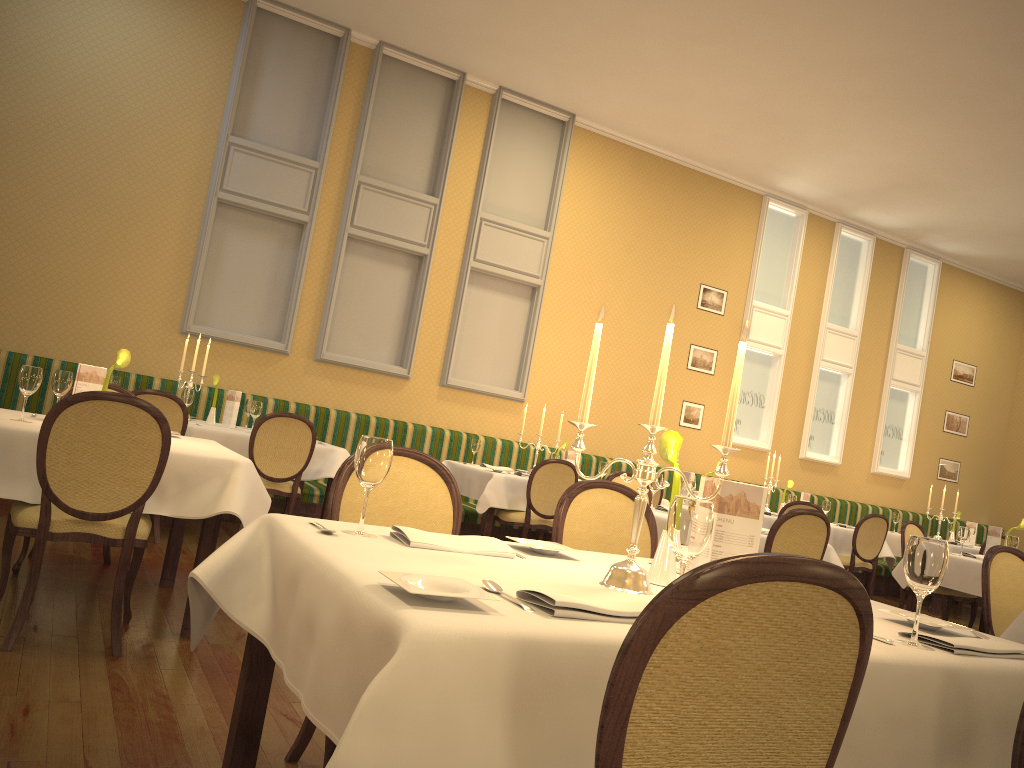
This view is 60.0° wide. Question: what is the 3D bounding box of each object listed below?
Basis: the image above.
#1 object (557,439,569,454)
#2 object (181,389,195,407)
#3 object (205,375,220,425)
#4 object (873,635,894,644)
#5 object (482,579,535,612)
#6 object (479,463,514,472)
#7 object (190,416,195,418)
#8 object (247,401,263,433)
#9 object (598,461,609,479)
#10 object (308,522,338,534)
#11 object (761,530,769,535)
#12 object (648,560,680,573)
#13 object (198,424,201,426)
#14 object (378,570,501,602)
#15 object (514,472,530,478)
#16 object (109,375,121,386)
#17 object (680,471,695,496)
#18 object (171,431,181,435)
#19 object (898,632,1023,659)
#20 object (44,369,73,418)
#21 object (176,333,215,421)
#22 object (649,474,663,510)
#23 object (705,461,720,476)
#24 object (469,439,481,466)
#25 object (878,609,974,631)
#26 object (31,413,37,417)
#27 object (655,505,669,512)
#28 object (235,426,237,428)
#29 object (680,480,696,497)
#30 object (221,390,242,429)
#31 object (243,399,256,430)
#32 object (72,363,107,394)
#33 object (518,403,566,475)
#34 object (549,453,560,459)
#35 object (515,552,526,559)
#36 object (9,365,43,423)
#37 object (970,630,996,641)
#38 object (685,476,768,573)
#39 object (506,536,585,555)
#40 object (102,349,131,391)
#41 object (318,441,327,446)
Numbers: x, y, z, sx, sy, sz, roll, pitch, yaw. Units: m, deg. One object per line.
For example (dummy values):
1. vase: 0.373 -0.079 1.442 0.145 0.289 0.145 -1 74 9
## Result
1. object: 0.427 0.669 7.951 0.076 0.375 0.163 7 -5 45
2. object: -2.237 0.150 6.082 0.088 0.229 0.088 9 -4 21
3. object: -2.211 0.115 6.574 0.076 0.375 0.163 10 -4 -5
4. object: 0.743 0.532 1.914 0.017 0.010 0.185 12 -4 -26
5. object: -0.010 0.374 1.574 0.038 0.015 0.181 12 -4 -25
6. object: -0.134 0.737 7.806 0.273 0.033 0.142 12 -4 -27
7. object: -2.485 0.250 6.702 0.160 0.024 0.160 12 -4 -27
8. object: -1.831 0.237 6.309 0.088 0.229 0.088 9 -4 21
9. object: 0.773 0.784 7.607 0.088 0.229 0.088 9 -4 21
10. object: -0.435 0.327 2.036 0.038 0.015 0.181 12 -4 -25
11. object: 1.347 0.835 5.102 0.273 0.024 0.142 12 -4 -27
12. object: 0.436 0.511 2.460 0.017 0.010 0.185 12 -4 -25
13. object: -2.162 0.277 6.114 0.017 0.010 0.185 12 -4 -26
14. object: -0.124 0.343 1.461 0.160 0.024 0.160 12 -4 -27
15. object: 0.166 0.758 7.286 0.273 0.033 0.142 12 -4 -27
16. object: -2.905 0.054 6.448 0.088 0.229 0.088 9 -4 21
17. object: 1.068 0.684 5.531 0.081 0.277 0.166 9 -4 20
18. object: -1.716 0.239 4.346 0.160 0.024 0.160 12 -4 -27
19. object: 1.013 0.579 1.977 0.273 0.024 0.142 12 -4 -27
20. object: -2.105 0.051 4.123 0.088 0.229 0.088 9 -4 21
21. object: -2.337 -0.056 6.469 0.131 0.655 0.390 9 -4 19
22. object: 0.907 0.685 5.661 0.088 0.229 0.088 9 -4 21
23. object: 1.212 0.656 5.506 0.163 0.375 0.076 7 -5 40
24. object: -0.329 0.597 7.763 0.088 0.229 0.088 9 -4 21
25. object: 1.020 0.593 2.193 0.160 0.024 0.160 12 -4 -27
26. object: -2.194 0.143 4.072 0.017 0.010 0.185 12 -4 -25
27. object: 1.074 0.822 5.736 0.273 0.033 0.142 12 -4 -27
28. object: -2.134 0.327 6.831 0.017 0.010 0.185 12 -4 -25
29. object: 1.018 0.675 5.182 0.088 0.229 0.088 9 -4 21
30. object: -2.055 0.185 6.475 0.081 0.277 0.166 10 -4 -5
31. object: -2.045 0.235 6.882 0.088 0.229 0.088 9 -4 21
32. object: -1.944 0.049 3.993 0.081 0.277 0.166 9 -4 20
33. object: 0.239 0.487 7.784 0.390 0.655 0.131 11 -4 -7
34. object: 0.340 0.693 7.397 0.088 0.229 0.088 9 -4 21
35. object: -0.006 0.418 2.234 0.017 0.010 0.185 12 -4 -25
36. object: -1.994 0.041 3.644 0.088 0.229 0.088 9 -4 21
37. object: 1.179 0.621 2.123 0.038 0.015 0.181 12 -4 -25
38. object: 0.484 0.362 2.075 0.166 0.277 0.081 8 -4 35
39. object: 0.085 0.435 2.331 0.160 0.024 0.160 12 -4 -27
40. object: -1.801 0.021 3.968 0.163 0.375 0.076 7 -5 40
41. object: -1.391 0.436 6.494 0.038 0.015 0.181 12 -4 -25
